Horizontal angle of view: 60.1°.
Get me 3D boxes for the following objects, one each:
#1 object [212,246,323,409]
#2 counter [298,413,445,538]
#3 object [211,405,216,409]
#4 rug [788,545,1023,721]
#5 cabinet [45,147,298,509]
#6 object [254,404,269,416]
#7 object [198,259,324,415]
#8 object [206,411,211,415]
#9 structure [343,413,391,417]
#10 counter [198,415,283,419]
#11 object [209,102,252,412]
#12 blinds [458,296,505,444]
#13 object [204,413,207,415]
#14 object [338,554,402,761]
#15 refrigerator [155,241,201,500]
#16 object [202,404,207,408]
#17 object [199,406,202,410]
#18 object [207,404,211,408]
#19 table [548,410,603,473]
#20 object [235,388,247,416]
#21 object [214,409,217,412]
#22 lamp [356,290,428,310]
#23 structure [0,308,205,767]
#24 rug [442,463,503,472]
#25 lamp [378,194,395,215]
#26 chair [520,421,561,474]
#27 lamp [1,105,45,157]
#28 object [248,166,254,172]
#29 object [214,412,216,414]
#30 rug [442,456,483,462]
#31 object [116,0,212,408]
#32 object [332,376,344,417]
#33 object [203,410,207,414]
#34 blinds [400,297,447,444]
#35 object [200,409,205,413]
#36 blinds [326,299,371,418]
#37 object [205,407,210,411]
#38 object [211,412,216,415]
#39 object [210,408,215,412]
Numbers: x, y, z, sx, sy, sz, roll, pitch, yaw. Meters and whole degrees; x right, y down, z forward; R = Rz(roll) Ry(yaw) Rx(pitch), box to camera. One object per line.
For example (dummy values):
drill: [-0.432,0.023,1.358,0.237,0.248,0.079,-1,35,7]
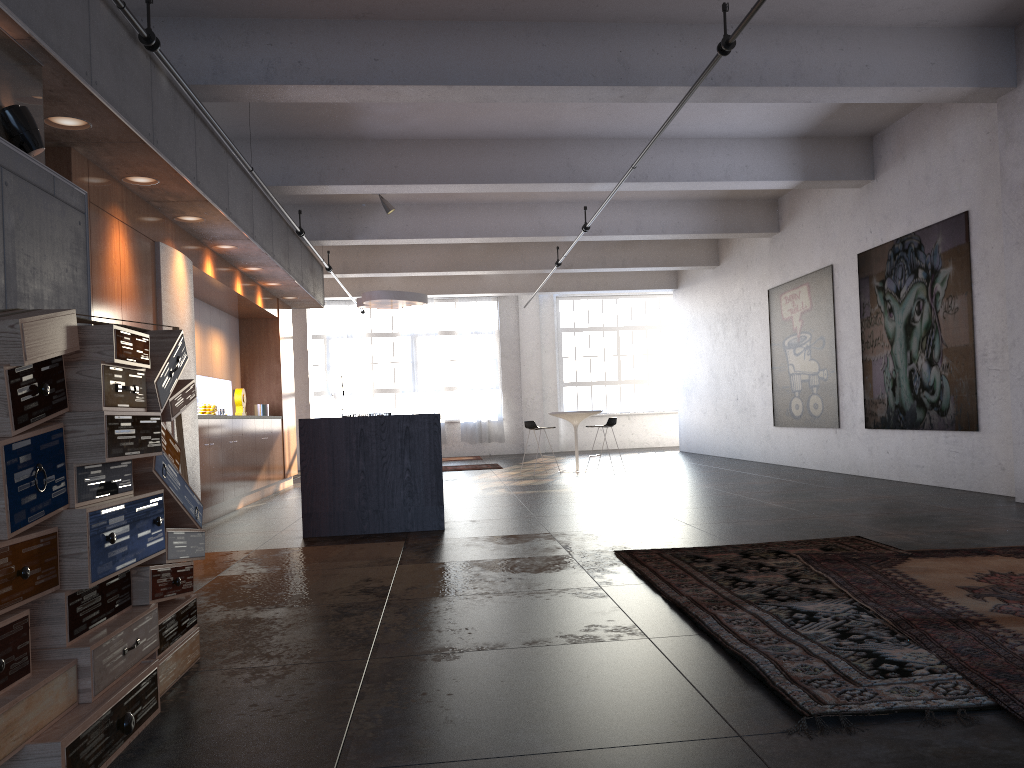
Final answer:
object: [-3.457,0.264,10.290,0.057,0.060,0.053,-3,-1,17]
counter: [-1.398,0.876,10.533,1.147,0.970,6.630,-2,-2,-5]
object: [-2.748,-0.933,6.965,0.054,2.168,6.806,-2,-2,-13]
rug: [2.339,0.924,3.540,1.871,0.048,3.533,-3,-2,4]
cabinet: [-4.203,-0.015,9.414,2.389,2.561,8.075,-2,-2,-5]
object: [-3.450,0.367,12.208,0.187,0.170,0.194,-4,-2,43]
object: [-4.569,0.633,3.795,0.946,1.214,13.239,-2,-2,6]
object: [-3.491,0.333,10.184,0.053,0.053,0.061,-2,-2,-24]
structure: [-1.556,0.358,9.586,0.514,0.071,0.637,-2,-2,-5]
counter: [-3.865,0.416,10.195,1.614,0.039,4.443,-2,-2,-5]
object: [-3.482,0.301,10.263,0.050,0.053,0.065,-3,-2,32]
blinds: [-0.766,-0.459,20.957,1.035,3.749,0.340,-2,-1,-9]
object: [-3.527,0.359,10.202,0.051,0.055,0.060,-2,-1,-15]
object: [-2.086,1.420,7.405,19.831,0.001,27.097,-2,-2,-5]
refrigerator: [-2.909,-0.036,7.584,0.221,2.190,0.950,-2,-1,-7]
object: [-3.538,0.257,10.179,0.058,0.059,0.051,-3,-1,29]
object: [-3.582,0.274,10.227,0.062,0.053,0.052,-4,-2,42]
object: [-2.662,-1.006,5.470,0.059,2.163,9.827,-2,-2,-11]
table: [1.016,0.905,13.971,0.832,0.951,0.826,-2,-1,-6]
object: [-3.537,0.248,11.563,0.100,0.381,0.273,-2,-1,-5]
object: [-4.462,-0.944,4.495,0.061,2.209,11.887,-2,-2,9]
lamp: [-1.898,-1.250,13.251,1.057,0.130,1.029,-4,-3,41]
structure: [-1.444,0.426,2.825,0.641,1.314,1.906,-2,-2,-5]
rug: [-1.650,1.549,16.079,2.898,0.029,1.847,-2,-2,-6]
lamp: [-1.655,-2.388,11.712,0.225,0.286,0.130,-2,-1,-22]
chair: [0.422,1.005,13.575,0.514,0.895,0.456,-2,-1,-29]
lamp: [-2.215,-1.119,3.966,0.215,0.258,0.168,-2,-1,-24]
object: [-3.521,0.308,10.302,0.052,0.053,0.062,-2,-1,1]
object: [-3.454,0.355,10.263,0.062,0.053,0.053,-2,-1,-18]
rug: [-2.245,1.714,19.712,3.145,0.009,1.807,-2,-2,-7]
object: [-3.504,0.262,10.312,0.063,0.051,0.053,-2,-1,-13]
object: [-3.672,0.785,18.572,1.185,1.919,1.051,-2,-1,-6]
object: [-3.557,0.321,10.242,0.061,0.053,0.052,-3,-2,37]
blinds: [-2.130,-0.403,20.785,1.043,3.696,0.337,-2,-1,-10]
object: [-3.556,0.307,10.180,0.054,0.054,0.060,-2,-2,-14]
blinds: [-3.825,-0.329,20.587,1.037,3.673,0.359,-2,-1,-7]
object: [-2.827,-0.907,7.566,0.057,2.189,5.576,-2,-2,-15]
object: [-3.134,-0.740,11.616,0.057,2.308,2.945,-3,-2,14]
object: [-2.926,-0.844,9.203,0.054,2.227,2.370,-2,-1,-29]
